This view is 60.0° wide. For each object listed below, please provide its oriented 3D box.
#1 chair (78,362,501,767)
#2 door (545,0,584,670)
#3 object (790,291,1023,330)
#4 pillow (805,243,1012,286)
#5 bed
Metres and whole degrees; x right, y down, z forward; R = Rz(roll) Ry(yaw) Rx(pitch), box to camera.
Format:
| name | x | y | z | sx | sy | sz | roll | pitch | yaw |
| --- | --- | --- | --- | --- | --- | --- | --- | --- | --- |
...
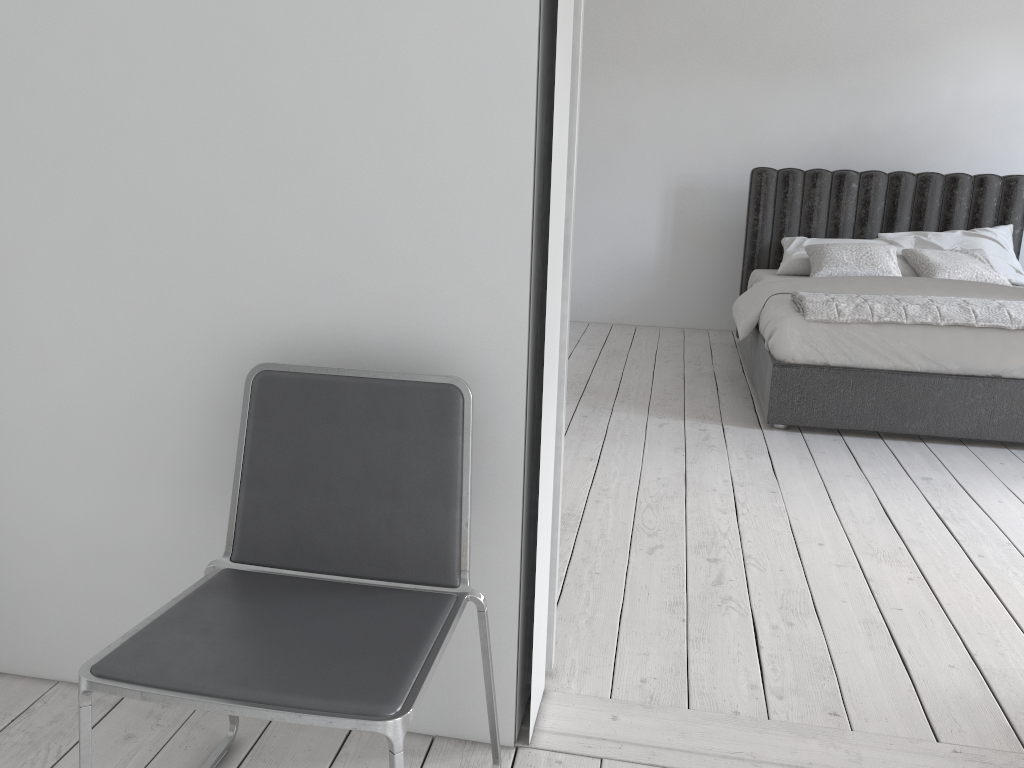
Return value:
| name | x | y | z | sx | sy | sz | roll | pitch | yaw |
| --- | --- | --- | --- | --- | --- | --- | --- | --- | --- |
| chair | -0.331 | 0.418 | 1.427 | 0.562 | 0.797 | 0.525 | 4 | 14 | 10 |
| door | -0.197 | -0.495 | 1.838 | 0.666 | 2.324 | 0.034 | 4 | 14 | 10 |
| object | 2.015 | -0.319 | 3.958 | 1.460 | 0.104 | 0.405 | 4 | 14 | 10 |
| pillow | 2.290 | -0.687 | 5.149 | 1.146 | 0.225 | 0.416 | 2 | 14 | 3 |
| bed | 2.178 | -0.540 | 4.757 | 1.888 | 1.167 | 2.178 | 4 | 14 | 10 |
